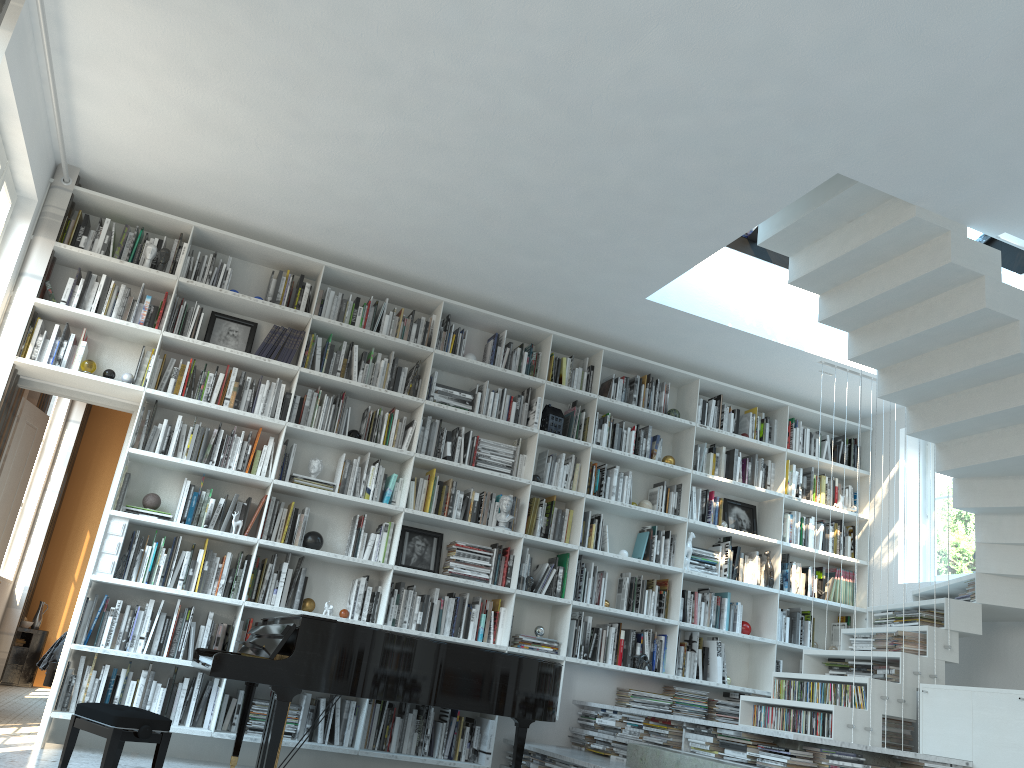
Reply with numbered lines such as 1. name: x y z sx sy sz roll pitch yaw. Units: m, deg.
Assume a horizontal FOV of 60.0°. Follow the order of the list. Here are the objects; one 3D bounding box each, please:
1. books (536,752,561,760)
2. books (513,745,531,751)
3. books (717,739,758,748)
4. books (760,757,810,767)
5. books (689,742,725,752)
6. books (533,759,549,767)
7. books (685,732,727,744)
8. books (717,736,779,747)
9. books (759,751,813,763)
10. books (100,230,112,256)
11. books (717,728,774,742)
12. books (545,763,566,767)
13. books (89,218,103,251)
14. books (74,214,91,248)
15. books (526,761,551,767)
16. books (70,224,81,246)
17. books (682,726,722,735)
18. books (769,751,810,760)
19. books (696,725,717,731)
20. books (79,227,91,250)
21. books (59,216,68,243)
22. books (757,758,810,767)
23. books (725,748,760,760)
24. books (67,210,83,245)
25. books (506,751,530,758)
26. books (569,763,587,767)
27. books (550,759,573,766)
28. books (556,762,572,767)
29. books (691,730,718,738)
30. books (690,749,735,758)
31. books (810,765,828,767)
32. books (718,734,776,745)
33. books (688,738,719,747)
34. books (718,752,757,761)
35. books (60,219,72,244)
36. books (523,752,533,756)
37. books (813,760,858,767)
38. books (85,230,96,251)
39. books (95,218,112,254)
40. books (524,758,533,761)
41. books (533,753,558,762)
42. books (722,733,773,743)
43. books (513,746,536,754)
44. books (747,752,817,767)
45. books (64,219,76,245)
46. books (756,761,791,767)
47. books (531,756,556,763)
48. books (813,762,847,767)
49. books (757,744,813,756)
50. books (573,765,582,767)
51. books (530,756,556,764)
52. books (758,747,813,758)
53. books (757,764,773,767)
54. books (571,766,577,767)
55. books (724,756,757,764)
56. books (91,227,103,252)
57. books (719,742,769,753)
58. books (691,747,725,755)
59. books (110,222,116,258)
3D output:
1. books: 0.244 2.282 5.440 0.137 0.018 0.201 14 -20 -15
2. books: 0.121 2.345 5.699 0.157 0.007 0.269 14 -19 -14
3. books: 1.199 1.847 4.537 0.187 0.009 0.251 15 -20 -19
4. books: 1.318 1.825 4.282 0.134 0.006 0.227 14 -20 -15
5. books: 1.084 1.968 4.798 0.167 0.024 0.192 15 -20 -18
6. books: 0.239 2.326 5.426 0.143 0.019 0.231 15 -20 -18
7. books: 1.084 1.928 4.809 0.174 0.029 0.251 16 -20 -20
8. books: 1.204 1.833 4.543 0.168 0.013 0.282 17 -20 -21
9. books: 1.325 1.805 4.291 0.137 0.012 0.243 15 -20 -18
10. books: -2.536 -0.830 5.530 0.030 0.205 0.176 15 -20 -19
11. books: 1.196 1.799 4.548 0.189 0.022 0.238 14 -19 -14
12. books: 0.337 2.235 5.146 0.180 0.015 0.295 16 -20 -20
13. books: -2.600 -0.880 5.529 0.010 0.280 0.161 15 -19 -19
14. books: -2.667 -0.896 5.494 0.025 0.268 0.177 15 -19 -19
15. books: 0.209 2.340 5.409 0.191 0.028 0.213 14 -20 -15
16. books: -2.697 -0.866 5.479 0.024 0.194 0.167 15 -20 -19
17. books: 1.078 1.888 4.817 0.192 0.014 0.257 17 -20 -22
18. books: 1.347 1.800 4.301 0.091 0.011 0.190 16 -20 -20
19. books: 1.108 1.883 4.831 0.134 0.014 0.182 14 -19 -14
20. books: -2.649 -0.851 5.490 0.028 0.186 0.182 15 -20 -19
21. books: -2.766 -0.899 5.452 0.014 0.218 0.189 15 -20 -19
22. books: 1.310 1.833 4.277 0.153 0.015 0.208 17 -20 -21
23. books: 1.205 1.893 4.527 0.155 0.028 0.190 15 -20 -18
24. books: -2.707 -0.915 5.484 0.014 0.285 0.175 15 -19 -19
25. books: 0.102 2.381 5.682 0.191 0.013 0.244 17 -20 -22
26. books: 0.453 2.113 4.878 0.193 0.005 0.225 17 -20 -22
27. books: 0.350 2.210 5.158 0.159 0.006 0.286 15 -20 -17
28. books: 0.361 2.225 5.159 0.130 0.018 0.256 14 -20 -16
29. books: 1.097 1.909 4.820 0.145 0.017 0.209 17 -21 -23
30. books: 1.087 2.001 4.791 0.132 0.016 0.263 14 -19 -14
31. books: 1.555 1.849 4.252 0.215 0.013 0.189 16 -20 -20
32. books: 1.206 1.824 4.546 0.171 0.007 0.261 16 -20 -20
33. books: 1.076 1.947 4.801 0.178 0.015 0.188 14 -19 -14
34. books: 1.198 1.908 4.520 0.154 0.007 0.293 14 -20 -16
35. books: -2.757 -0.893 5.479 0.024 0.227 0.130 15 -19 -19
36. books: 0.136 2.376 5.698 0.133 0.017 0.231 15 -20 -18
37. books: 1.553 1.831 4.271 0.260 0.009 0.153 14 -20 -16
38. books: -2.631 -0.841 5.523 0.031 0.195 0.145 15 -20 -19
39. books: -2.560 -0.871 5.542 0.028 0.282 0.190 15 -19 -19
40. books: 0.129 2.401 5.688 0.136 0.013 0.258 16 -20 -20
41. books: 0.247 2.298 5.436 0.135 0.014 0.298 15 -20 -18
42. books: 1.207 1.816 4.548 0.170 0.008 0.209 14 -20 -16
43. books: 0.125 2.357 5.698 0.158 0.014 0.235 16 -20 -20
44. books: 1.301 1.811 4.279 0.185 0.014 0.298 16 -20 -20
45. books: -2.732 -0.888 5.477 0.023 0.222 0.151 15 -20 -19
46. books: 1.303 1.845 4.271 0.161 0.014 0.213 14 -20 -15
47. books: 0.240 2.306 5.432 0.126 0.005 0.291 17 -21 -23
48. books: 1.552 1.841 4.266 0.210 0.012 0.168 15 -20 -18
49. books: 1.323 1.773 4.298 0.149 0.014 0.229 16 -20 -20
50. books: 0.466 2.124 4.881 0.174 0.011 0.228 16 -20 -20
51. books: 0.231 2.310 5.426 0.160 0.009 0.292 15 -20 -17
52. books: 1.324 1.784 4.296 0.132 0.009 0.270 14 -20 -15
53. books: 1.315 1.859 4.272 0.144 0.009 0.250 15 -20 -19
54. books: 0.461 2.136 4.876 0.171 0.015 0.253 17 -20 -21
55. books: 1.200 1.922 4.517 0.142 0.020 0.231 14 -19 -14
56. books: -2.591 -0.848 5.533 0.024 0.226 0.158 15 -20 -19
57. books: 1.201 1.865 4.533 0.177 0.026 0.231 15 -20 -19
58. books: 1.097 1.990 4.798 0.136 0.013 0.259 15 -20 -19
59. books: -2.498 -0.849 5.545 0.057 0.261 0.191 15 -20 -19
